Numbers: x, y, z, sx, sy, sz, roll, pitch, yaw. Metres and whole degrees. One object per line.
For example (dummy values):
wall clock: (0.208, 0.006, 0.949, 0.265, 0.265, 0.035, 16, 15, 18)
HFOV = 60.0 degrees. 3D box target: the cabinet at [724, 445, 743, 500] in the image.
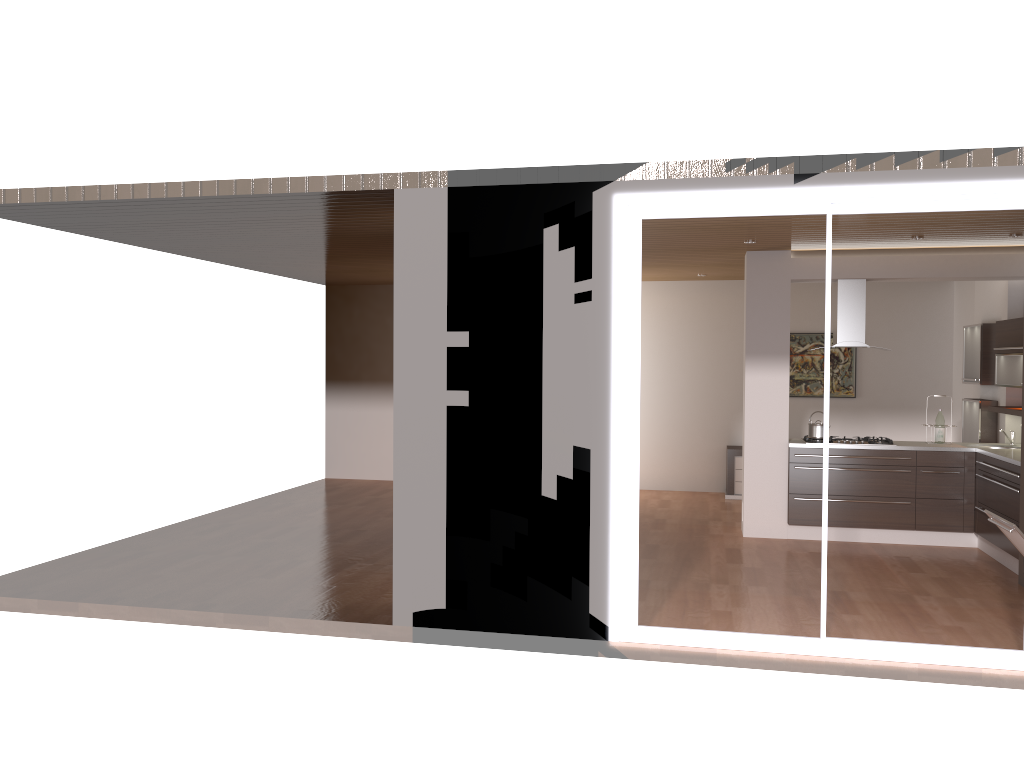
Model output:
cabinet: (3.498, 1.096, 10.826, 1.740, 0.608, 0.540, 1, 1, 12)

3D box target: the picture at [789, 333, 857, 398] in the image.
picture: (3.615, -0.234, 11.053, 1.277, 0.801, 0.018, 1, 1, 12)

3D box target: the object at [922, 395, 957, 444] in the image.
object: (4.024, 0.331, 8.353, 0.291, 0.453, 0.210, 1, 1, 17)

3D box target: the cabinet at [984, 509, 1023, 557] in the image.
cabinet: (3.678, 0.451, 5.653, 1.047, 1.948, 1.796, 1, 1, 12)

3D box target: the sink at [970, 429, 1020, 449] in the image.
sink: (4.382, 0.585, 8.057, 0.450, 0.347, 0.494, 1, 1, 18)

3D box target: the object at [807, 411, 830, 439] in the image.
object: (2.877, 0.380, 8.324, 0.221, 0.251, 0.221, 0, 1, 5)

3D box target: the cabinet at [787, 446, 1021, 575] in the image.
cabinet: (3.544, 1.041, 7.666, 2.150, 0.870, 1.850, 1, 1, 12)

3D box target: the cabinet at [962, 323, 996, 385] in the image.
cabinet: (4.608, -0.294, 8.868, 0.172, 0.600, 0.619, 0, 1, -2)

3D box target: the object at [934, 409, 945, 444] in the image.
object: (4.008, 0.396, 8.304, 0.091, 0.319, 0.091, -1, 2, -43)

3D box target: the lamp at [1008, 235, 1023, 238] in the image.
lamp: (4.110, -1.229, 7.240, 0.102, 0.055, 0.102, 2, 2, 40)

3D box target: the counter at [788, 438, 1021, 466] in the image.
counter: (3.547, 0.588, 7.655, 2.150, 0.036, 1.850, 1, 1, 12)

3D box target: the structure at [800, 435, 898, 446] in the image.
structure: (3.169, 0.528, 8.383, 0.797, 0.047, 0.494, 1, 1, 12)

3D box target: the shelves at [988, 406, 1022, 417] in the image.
shelves: (4.460, 0.254, 7.449, 0.313, 0.050, 1.850, 1, 1, 12)

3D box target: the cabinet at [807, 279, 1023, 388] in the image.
cabinet: (3.661, -0.488, 7.661, 2.058, 1.032, 1.399, 1, 1, 16)

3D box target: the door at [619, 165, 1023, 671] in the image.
door: (1.769, 0.179, 4.988, 2.300, 2.700, 0.101, 1, 1, 12)

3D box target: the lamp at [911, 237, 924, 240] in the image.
lamp: (3.382, -1.237, 7.398, 0.102, 0.055, 0.102, 0, 1, -16)

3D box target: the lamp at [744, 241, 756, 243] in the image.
lamp: (2.063, -1.253, 7.685, 0.102, 0.055, 0.102, 0, 1, -5)

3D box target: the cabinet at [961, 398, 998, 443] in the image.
cabinet: (4.666, 0.456, 8.892, 0.194, 0.600, 0.598, 1, 1, 12)
